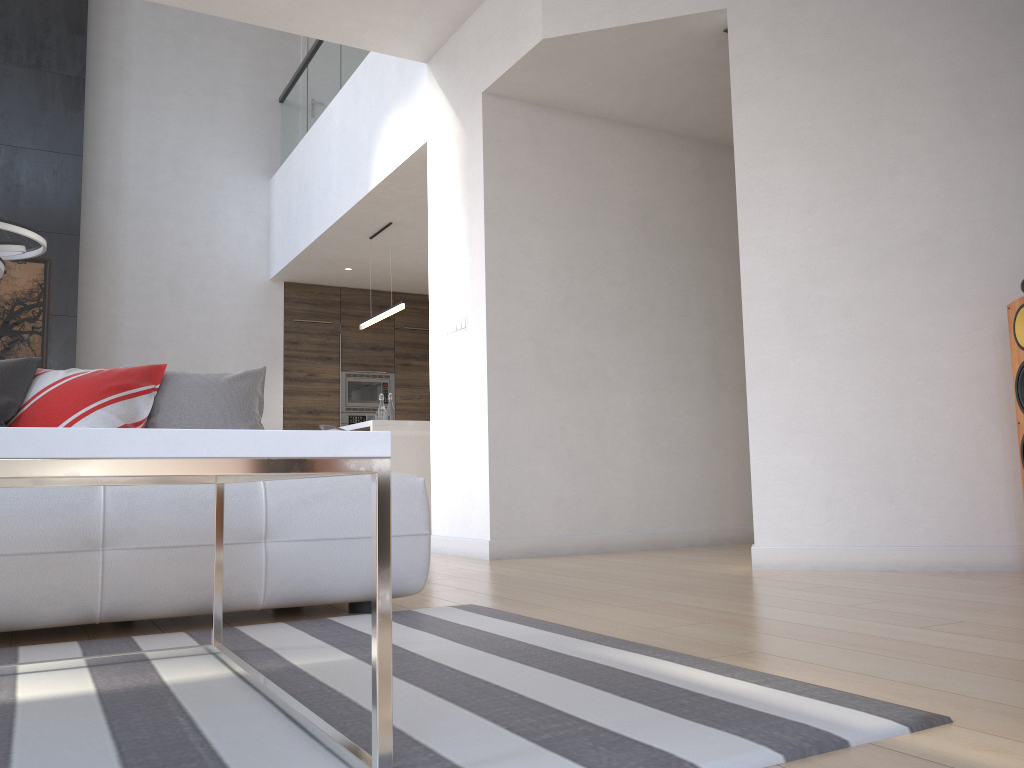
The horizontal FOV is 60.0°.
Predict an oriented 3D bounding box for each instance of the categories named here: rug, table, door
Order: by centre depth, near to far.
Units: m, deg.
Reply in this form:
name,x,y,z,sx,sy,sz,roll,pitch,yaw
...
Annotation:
name,x,y,z,sx,sy,sz,roll,pitch,yaw
table,-0.888,0.316,1.316,1.091,0.435,1.091,2,-7,-29
rug,-0.737,0.558,1.508,2.326,0.016,1.662,2,-7,-29
door,-1.801,-2.927,9.598,0.974,2.136,0.085,2,-7,-29

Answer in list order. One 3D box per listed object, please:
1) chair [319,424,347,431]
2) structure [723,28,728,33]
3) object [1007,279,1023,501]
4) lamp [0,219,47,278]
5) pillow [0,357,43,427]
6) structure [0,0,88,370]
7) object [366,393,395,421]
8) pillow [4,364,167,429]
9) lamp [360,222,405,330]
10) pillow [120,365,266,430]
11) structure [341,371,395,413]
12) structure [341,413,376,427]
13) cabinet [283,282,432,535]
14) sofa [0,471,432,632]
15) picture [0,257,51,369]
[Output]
name,x,y,z,sx,sy,sz,roll,pitch,yaw
chair,-1.167,0.712,6.391,0.434,0.838,0.475,3,-8,-31
structure,3.506,-1.445,3.940,4.190,4.339,2.823,2,-7,-29
object,2.075,0.146,3.148,0.434,1.088,0.290,-1,-7,1
lamp,-3.671,-2.968,6.068,1.000,4.513,1.000,2,-7,-27
pillow,-2.471,0.066,2.399,2.120,0.436,0.608,3,-8,-33
structure,-4.498,-1.853,7.565,1.500,6.351,0.722,2,-7,-29
object,-1.043,0.195,6.837,0.148,0.267,0.323,-4,-7,26
pillow,-2.188,0.104,2.559,2.250,0.449,0.575,3,-8,-31
lamp,-1.081,-0.903,7.303,0.020,0.756,0.998,2,-7,-29
pillow,-1.945,0.041,2.320,2.953,0.453,0.647,4,-9,-41
structure,-1.628,0.119,9.572,0.595,0.430,0.459,2,-7,-29
structure,-1.608,0.614,9.499,0.595,0.570,0.495,2,-7,-29
cabinet,-0.280,-0.023,7.424,2.402,2.501,4.694,2,-7,-29
sofa,-1.711,0.259,1.862,3.424,0.732,2.614,2,-7,-29
picture,-4.485,-0.619,7.447,1.056,0.990,0.026,2,-7,-29
